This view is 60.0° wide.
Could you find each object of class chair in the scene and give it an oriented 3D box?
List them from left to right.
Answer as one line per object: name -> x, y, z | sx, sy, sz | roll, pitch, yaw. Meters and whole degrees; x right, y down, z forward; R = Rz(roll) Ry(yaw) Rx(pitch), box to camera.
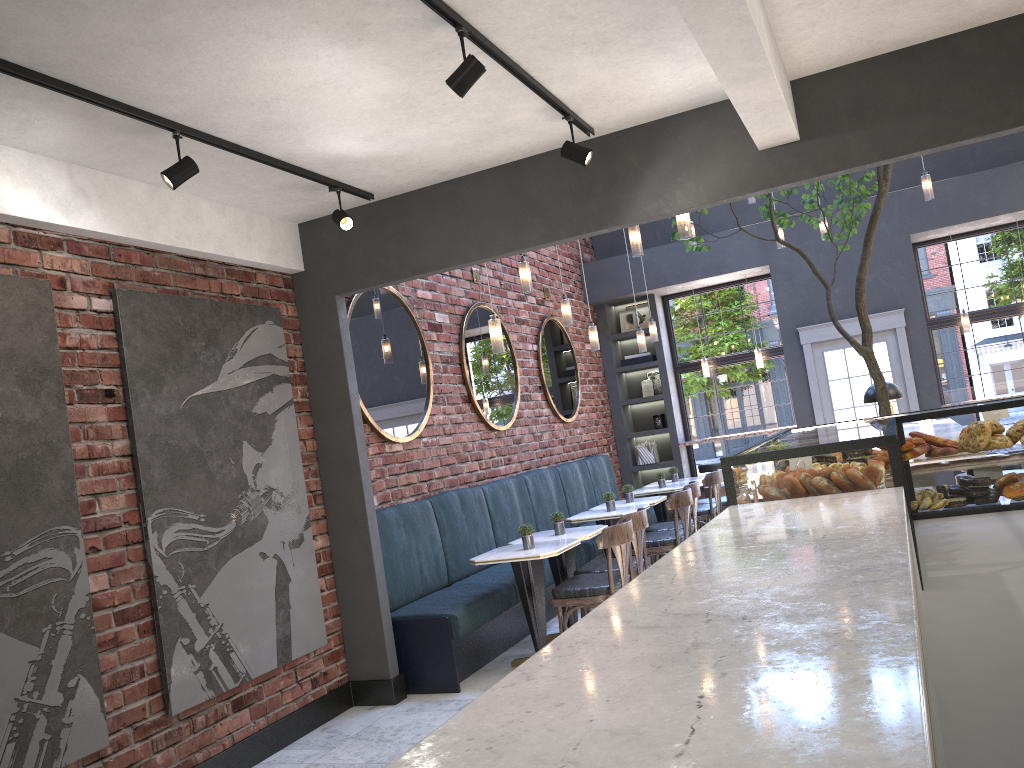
chair -> 0.556, 1.309, 5.562 | 0.521, 0.851, 0.538 | -10, -4, 24
chair -> 0.729, 1.318, 6.117 | 0.521, 0.851, 0.538 | -10, -4, 24
chair -> 1.258, 1.306, 7.197 | 0.521, 0.851, 0.538 | -10, -4, 24
chair -> 1.450, 1.316, 7.802 | 0.521, 0.851, 0.538 | -10, -3, 17
chair -> 1.900, 1.314, 8.859 | 0.521, 0.851, 0.538 | -10, -4, 24
chair -> 2.499, 1.360, 10.733 | 0.370, 0.821, 0.372 | -8, -3, -14
chair -> 2.190, 1.302, 9.365 | 0.521, 0.851, 0.497 | -10, -4, 22

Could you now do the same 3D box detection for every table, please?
table -> 2.789, 1.101, 6.862 | 4.602, 0.751, 4.830 | -10, -4, 23

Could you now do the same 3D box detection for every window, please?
window -> 1.484, -1.611, 4.976 | 6.409, 5.362, 12.708 | -10, -4, 23

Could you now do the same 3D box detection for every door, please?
door -> 3.924, 0.371, 9.802 | 1.132, 2.218, 0.152 | -10, -3, 23

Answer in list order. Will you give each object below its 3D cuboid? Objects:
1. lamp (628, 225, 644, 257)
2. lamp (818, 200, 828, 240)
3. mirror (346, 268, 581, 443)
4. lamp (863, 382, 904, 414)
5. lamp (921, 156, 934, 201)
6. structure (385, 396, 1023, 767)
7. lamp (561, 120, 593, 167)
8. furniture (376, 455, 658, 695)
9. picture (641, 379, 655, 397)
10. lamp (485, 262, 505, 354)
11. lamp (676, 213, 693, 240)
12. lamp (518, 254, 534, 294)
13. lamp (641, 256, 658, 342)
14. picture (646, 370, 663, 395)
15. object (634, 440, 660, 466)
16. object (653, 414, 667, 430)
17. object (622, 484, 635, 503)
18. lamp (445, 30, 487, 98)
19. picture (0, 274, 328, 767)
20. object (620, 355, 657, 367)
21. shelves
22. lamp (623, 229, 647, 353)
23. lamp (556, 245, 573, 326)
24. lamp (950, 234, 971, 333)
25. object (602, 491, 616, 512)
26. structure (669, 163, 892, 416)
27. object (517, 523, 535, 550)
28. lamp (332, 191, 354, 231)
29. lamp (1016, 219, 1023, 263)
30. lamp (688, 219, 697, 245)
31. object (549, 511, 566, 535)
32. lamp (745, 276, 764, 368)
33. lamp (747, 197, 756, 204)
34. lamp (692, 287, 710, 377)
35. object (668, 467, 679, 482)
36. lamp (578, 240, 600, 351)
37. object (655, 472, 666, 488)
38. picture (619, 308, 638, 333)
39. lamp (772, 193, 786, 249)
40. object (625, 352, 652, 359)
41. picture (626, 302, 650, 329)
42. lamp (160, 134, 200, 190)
lamp -> 0.573, -2.925, 6.341 | 0.078, 4.103, 0.078 | -6, -4, -37
lamp -> 2.846, -3.482, 9.034 | 0.078, 4.103, 0.078 | -9, -3, 8
mirror -> -0.201, -0.319, 8.126 | 0.036, 1.509, 4.773 | -10, -4, 23
lamp -> 0.720, -1.100, 3.974 | 4.183, 3.254, 8.838 | -9, -4, 6
lamp -> 3.468, -3.697, 8.141 | 0.078, 4.103, 0.078 | -9, -3, 8
structure -> 1.766, 0.608, 1.091 | 3.207, 1.299, 5.805 | -10, -4, 23
lamp -> 0.308, -1.169, 4.321 | 0.157, 0.238, 0.087 | -10, -3, 17
furniture -> 2.777, 0.903, 6.913 | 6.025, 1.150, 5.340 | -10, -4, 23
picture -> 1.756, 0.059, 11.480 | 0.161, 0.227, 0.049 | -10, -3, 23
lamp -> -0.397, -2.224, 5.822 | 0.078, 4.103, 0.078 | -9, -3, 8
lamp -> 0.714, -2.883, 5.338 | 0.078, 4.103, 0.078 | -6, -4, -37
lamp -> -0.197, -2.682, 6.477 | 0.078, 4.103, 0.078 | -9, -3, 8
lamp -> 1.238, -2.485, 9.736 | 0.078, 4.103, 0.078 | -9, -3, 8
picture -> 1.876, -0.011, 11.456 | 0.247, 0.326, 0.044 | -10, -3, 23
object -> 1.719, 0.865, 11.317 | 0.250, 0.323, 0.241 | -10, -4, 23
object -> 1.870, 0.477, 11.232 | 0.152, 0.181, 0.152 | -7, -4, -29
object -> 1.045, 0.976, 7.926 | 0.118, 0.165, 0.123 | -9, -3, 1
lamp -> -0.174, -1.165, 3.227 | 0.157, 0.238, 0.087 | -10, -3, 17
picture -> -1.813, 0.544, 4.006 | 0.033, 2.026, 2.821 | -10, -4, 23
object -> 1.626, -0.294, 11.337 | 0.412, 0.084, 0.286 | -10, -4, 23
shelves -> 4.136, 0.390, 10.288 | 4.405, 0.043, 0.384 | -10, -4, 23
lamp -> 1.032, -2.353, 9.202 | 0.078, 4.103, 0.078 | -9, -3, 8
lamp -> 0.165, -2.519, 7.588 | 0.078, 4.103, 0.078 | -11, -4, 30
lamp -> 4.962, -1.276, 9.909 | 0.078, 1.428, 0.078 | -8, -3, -15
object -> 0.816, 0.977, 7.392 | 0.118, 0.165, 0.123 | -9, -3, 1
structure -> 2.297, -1.522, 6.103 | 2.805, 5.985, 3.748 | -7, -4, -24
object -> 0.097, 0.980, 5.718 | 0.118, 0.165, 0.123 | -9, -3, 1
lamp -> -0.931, -0.942, 4.852 | 0.087, 0.235, 0.157 | -7, -4, -26
lamp -> 5.557, -1.385, 9.652 | 0.078, 1.428, 0.078 | -6, -4, -37
lamp -> 1.409, -3.348, 8.558 | 0.078, 4.103, 0.078 | -9, -3, 8
object -> 0.327, 0.979, 6.253 | 0.118, 0.165, 0.123 | -9, -3, 1
lamp -> 2.907, -0.902, 10.795 | 0.078, 1.428, 0.078 | -8, -3, -15
lamp -> 2.181, -3.903, 9.315 | 0.078, 4.103, 0.078 | -9, -3, 8
lamp -> 2.312, -0.793, 11.052 | 0.078, 1.428, 0.078 | -6, -4, -37
object -> 1.747, 0.973, 9.561 | 0.118, 0.165, 0.123 | -9, -3, 1
lamp -> 0.449, -2.329, 8.168 | 0.078, 4.103, 0.078 | -11, -4, 30
object -> 1.517, 0.974, 9.027 | 0.118, 0.165, 0.123 | -9, -3, 1
picture -> 1.518, -0.810, 11.552 | 0.230, 0.313, 0.061 | -10, -3, 23
lamp -> 2.268, -3.327, 8.602 | 0.078, 4.103, 0.078 | -9, -3, 8
object -> 1.617, -0.354, 11.353 | 0.327, 0.039, 0.227 | -10, -4, 13
picture -> 1.678, -0.863, 11.521 | 0.362, 0.369, 0.055 | -10, -3, 23
lamp -> -1.412, -0.940, 3.756 | 0.157, 0.238, 0.088 | -7, -4, -28
